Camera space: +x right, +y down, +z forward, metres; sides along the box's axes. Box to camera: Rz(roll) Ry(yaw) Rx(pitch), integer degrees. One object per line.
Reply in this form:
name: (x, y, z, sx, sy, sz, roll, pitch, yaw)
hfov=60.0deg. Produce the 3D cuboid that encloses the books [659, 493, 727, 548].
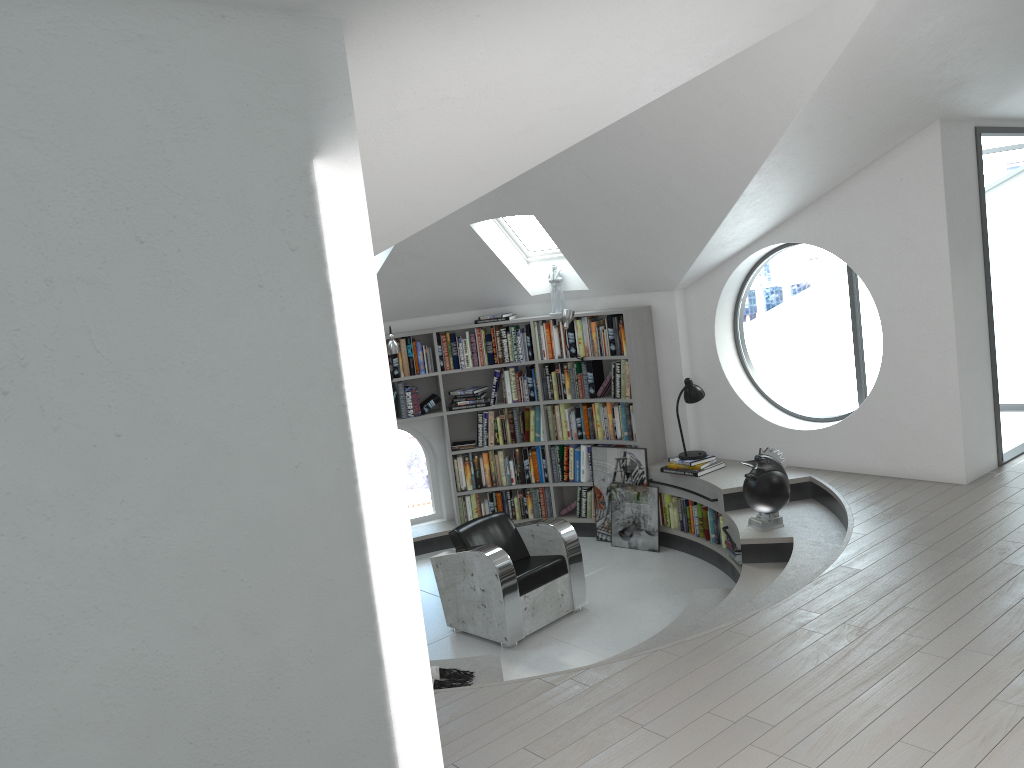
books: (1.543, 1.085, 7.290, 0.273, 0.297, 1.148, -10, 8, -25)

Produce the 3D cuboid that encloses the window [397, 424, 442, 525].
window: (-1.866, 1.082, 7.670, 0.616, 1.147, 3.243, -3, 8, 36)

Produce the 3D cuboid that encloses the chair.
chair: (-0.027, 1.360, 6.430, 0.741, 0.717, 0.826, 0, 9, 45)

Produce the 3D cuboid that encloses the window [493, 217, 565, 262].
window: (-1.199, -1.150, 7.120, 4.067, 0.711, 1.932, -13, 9, -39)

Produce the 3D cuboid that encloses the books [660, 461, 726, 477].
books: (1.496, 0.689, 7.335, 0.366, 0.042, 0.388, -13, 9, -39)

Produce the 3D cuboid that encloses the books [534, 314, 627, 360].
books: (0.671, -0.431, 7.976, 1.013, 0.361, 0.294, -2, 8, 33)

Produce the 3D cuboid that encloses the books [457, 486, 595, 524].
books: (0.180, 1.112, 8.365, 1.496, 0.310, 0.361, -5, 7, 13)

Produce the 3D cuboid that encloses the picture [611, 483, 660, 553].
picture: (1.059, 1.150, 7.654, 0.489, 0.554, 0.107, -1, 8, 41)

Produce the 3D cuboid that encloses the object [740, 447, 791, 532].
object: (1.773, 0.718, 6.183, 0.320, 0.561, 0.321, -4, 7, 24)

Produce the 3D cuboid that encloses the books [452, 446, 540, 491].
books: (-0.140, 0.776, 8.405, 0.872, 0.350, 0.273, -7, 6, 2)

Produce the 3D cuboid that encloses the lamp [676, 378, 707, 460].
lamp: (1.477, 0.276, 7.312, 0.323, 0.658, 0.234, -10, 6, -24)

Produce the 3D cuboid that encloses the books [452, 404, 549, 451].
books: (-0.102, 0.391, 8.351, 0.973, 0.351, 0.252, -7, 6, 3)

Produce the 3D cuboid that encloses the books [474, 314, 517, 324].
books: (-0.151, -0.607, 8.318, 0.336, 0.036, 0.318, -5, 8, 13)

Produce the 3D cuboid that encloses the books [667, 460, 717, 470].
books: (1.491, 0.653, 7.332, 0.304, 0.034, 0.287, -1, 10, 41)

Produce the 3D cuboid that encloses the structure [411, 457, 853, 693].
structure: (-0.012, 1.380, 6.305, 4.707, 0.691, 4.726, -6, 7, 6)

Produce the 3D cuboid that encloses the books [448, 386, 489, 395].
books: (-0.410, 0.062, 8.395, 0.285, 0.031, 0.270, -3, 9, 31)

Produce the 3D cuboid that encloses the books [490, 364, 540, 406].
books: (0.048, -0.010, 8.328, 0.553, 0.350, 0.256, -6, 6, 7)

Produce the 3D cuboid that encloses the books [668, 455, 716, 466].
books: (1.488, 0.621, 7.329, 0.270, 0.031, 0.286, -11, 8, -29)

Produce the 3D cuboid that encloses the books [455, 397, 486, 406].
books: (-0.398, 0.155, 8.404, 0.286, 0.031, 0.270, -8, 7, -4)

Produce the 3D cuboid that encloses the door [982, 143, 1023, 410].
door: (4.488, -0.929, 7.868, 1.050, 2.340, 0.080, -3, 7, 36)

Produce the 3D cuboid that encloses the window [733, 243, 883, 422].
window: (2.410, -0.425, 7.077, 0.104, 1.466, 1.470, -12, 8, -39)

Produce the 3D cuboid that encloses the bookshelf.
bookshelf: (-0.982, 0.595, 7.294, 4.346, 1.875, 2.109, -13, 9, -39)

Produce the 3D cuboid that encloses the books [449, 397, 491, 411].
books: (-0.394, 0.187, 8.407, 0.388, 0.042, 0.367, -7, 7, 1)

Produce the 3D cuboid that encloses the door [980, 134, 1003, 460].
door: (3.083, -0.610, 6.741, 0.080, 2.340, 1.051, -12, 8, -39)

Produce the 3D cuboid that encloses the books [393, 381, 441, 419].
books: (-0.874, 0.117, 8.257, 0.399, 0.340, 0.224, -9, 7, -19)

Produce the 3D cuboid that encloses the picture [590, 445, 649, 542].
picture: (0.960, 0.981, 7.804, 0.578, 0.860, 0.091, -2, 8, 41)

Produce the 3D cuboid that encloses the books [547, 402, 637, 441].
books: (0.782, 0.325, 8.046, 1.020, 0.347, 0.276, -2, 8, 36)

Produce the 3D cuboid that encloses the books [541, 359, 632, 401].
books: (0.727, -0.053, 8.006, 1.051, 0.357, 0.280, -2, 8, 36)

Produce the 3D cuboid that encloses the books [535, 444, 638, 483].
books: (0.764, 0.705, 8.110, 1.183, 0.358, 0.305, -3, 8, 32)

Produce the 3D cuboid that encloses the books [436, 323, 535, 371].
books: (-0.261, -0.361, 8.293, 0.969, 0.366, 0.307, -6, 6, 4)

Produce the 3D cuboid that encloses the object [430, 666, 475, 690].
object: (-0.417, 1.483, 4.427, 0.472, 0.082, 0.219, -5, 7, 14)

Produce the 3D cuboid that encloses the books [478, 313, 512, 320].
books: (-0.155, -0.635, 8.315, 0.247, 0.027, 0.234, -4, 8, 23)

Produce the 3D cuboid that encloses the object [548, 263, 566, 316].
object: (0.404, -0.862, 8.045, 0.179, 0.471, 0.179, -10, 7, -30)

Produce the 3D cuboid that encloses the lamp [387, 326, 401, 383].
lamp: (-1.093, -0.238, 7.872, 0.113, 0.565, 0.358, -11, 7, -32)

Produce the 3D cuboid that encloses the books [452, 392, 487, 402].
books: (-0.402, 0.124, 8.401, 0.285, 0.031, 0.270, -6, 7, 11)

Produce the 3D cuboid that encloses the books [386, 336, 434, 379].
books: (-1.425, -0.171, 7.945, 1.570, 0.366, 0.394, -12, 8, -33)

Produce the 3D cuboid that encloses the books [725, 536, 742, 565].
books: (1.720, 1.251, 6.366, 0.240, 0.167, 0.667, -7, 7, 2)

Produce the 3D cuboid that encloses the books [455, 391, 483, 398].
books: (-0.406, 0.094, 8.398, 0.226, 0.036, 0.214, -6, 7, 11)

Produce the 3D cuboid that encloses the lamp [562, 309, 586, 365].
lamp: (0.565, -0.410, 7.783, 0.112, 0.524, 0.276, -2, 8, 41)

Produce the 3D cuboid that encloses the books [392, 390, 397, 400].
books: (-1.872, 0.368, 7.303, 0.590, 0.370, 2.539, -3, 8, 31)
